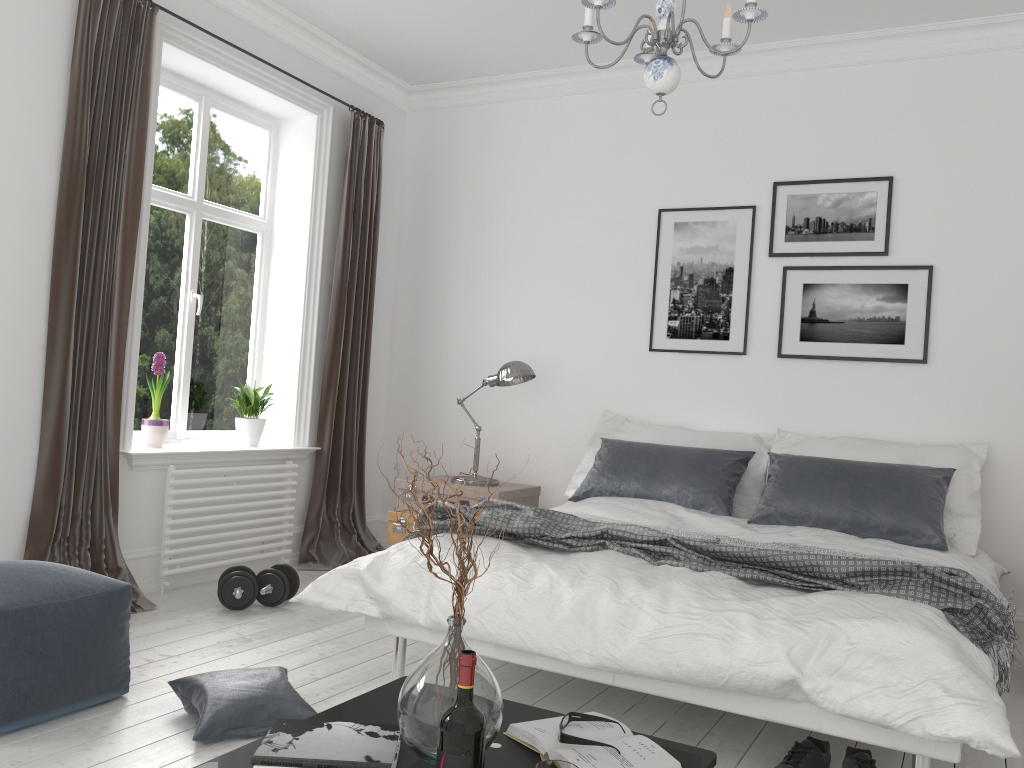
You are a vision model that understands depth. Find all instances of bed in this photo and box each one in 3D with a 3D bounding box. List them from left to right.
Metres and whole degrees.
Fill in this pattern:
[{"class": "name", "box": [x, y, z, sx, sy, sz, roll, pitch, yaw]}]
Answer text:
[{"class": "bed", "box": [0.785, 0.698, 3.594, 2.217, 0.926, 2.473, 4, -1, 28]}]

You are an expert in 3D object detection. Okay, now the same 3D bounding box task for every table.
[{"class": "table", "box": [-0.111, 0.913, 1.744, 0.833, 0.313, 0.824, 4, -1, 28]}]

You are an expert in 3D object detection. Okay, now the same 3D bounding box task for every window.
[{"class": "window", "box": [-1.707, -0.630, 4.790, 0.120, 1.956, 1.112, 4, -1, 28]}]

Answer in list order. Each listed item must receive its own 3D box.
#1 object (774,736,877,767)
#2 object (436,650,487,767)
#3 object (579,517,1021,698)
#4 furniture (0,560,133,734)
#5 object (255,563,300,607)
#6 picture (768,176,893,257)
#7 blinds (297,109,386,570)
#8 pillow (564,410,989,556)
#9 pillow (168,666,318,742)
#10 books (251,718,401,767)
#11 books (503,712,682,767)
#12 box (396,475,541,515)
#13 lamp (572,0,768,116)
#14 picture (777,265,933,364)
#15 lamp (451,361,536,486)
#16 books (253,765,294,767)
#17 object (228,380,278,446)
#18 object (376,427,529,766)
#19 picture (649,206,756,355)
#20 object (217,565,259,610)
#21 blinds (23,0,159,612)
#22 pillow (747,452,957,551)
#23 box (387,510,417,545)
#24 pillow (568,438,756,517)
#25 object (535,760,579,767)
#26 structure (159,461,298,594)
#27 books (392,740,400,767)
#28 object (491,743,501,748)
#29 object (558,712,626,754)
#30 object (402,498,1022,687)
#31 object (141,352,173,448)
[{"class": "object", "box": [0.893, 1.087, 2.477, 0.322, 0.127, 0.300, 4, -1, 28]}, {"class": "object", "box": [-0.084, 0.601, 1.489, 0.081, 0.303, 0.081, 3, -1, 44]}, {"class": "object", "box": [0.642, 0.800, 3.355, 2.236, 0.500, 0.521, 4, -1, 31]}, {"class": "furniture", "box": [-1.569, 0.771, 2.754, 0.646, 0.423, 0.646, 4, -1, 29]}, {"class": "object", "box": [-1.114, 0.950, 4.192, 0.179, 0.179, 0.326, 4, -1, 8]}, {"class": "picture", "box": [1.651, -0.864, 4.615, 0.592, 0.403, 0.015, 4, -1, 28]}, {"class": "blinds", "box": [-0.885, -0.281, 5.305, 0.327, 2.680, 0.779, 4, -1, 22]}, {"class": "pillow", "box": [1.257, 0.450, 4.424, 1.965, 0.529, 0.465, 4, -1, 27]}, {"class": "pillow", "box": [-0.824, 0.967, 2.735, 0.391, 0.121, 0.381, 5, -1, -32]}, {"class": "books", "box": [-0.354, 0.704, 1.734, 0.257, 0.012, 0.207, 4, -1, -2]}, {"class": "books", "box": [0.167, 0.758, 1.855, 0.231, 0.040, 0.342, 5, -1, -31]}, {"class": "box", "box": [-0.249, 0.649, 4.995, 0.647, 0.185, 0.537, 4, -1, 28]}, {"class": "lamp", "box": [0.472, -1.348, 2.616, 0.594, 1.123, 0.528, 4, -1, 28]}, {"class": "picture", "box": [1.743, -0.362, 4.540, 0.720, 0.486, 0.015, 4, -1, 28]}, {"class": "lamp", "box": [-0.108, 0.215, 4.943, 0.488, 0.699, 0.269, 4, -1, 28]}, {"class": "books", "box": [-0.357, 0.717, 1.727, 0.254, 0.014, 0.191, 4, -1, -5]}, {"class": "object", "box": [-1.457, 0.159, 4.952, 0.284, 0.369, 0.215, 4, -1, 6]}, {"class": "object", "box": [-0.146, 0.420, 1.783, 0.291, 0.666, 0.313, 4, -1, -10]}, {"class": "picture", "box": [1.048, -0.574, 4.912, 0.545, 0.810, 0.015, 4, -1, 28]}, {"class": "object", "box": [-1.262, 0.938, 4.086, 0.179, 0.179, 0.326, 4, -1, -17]}, {"class": "blinds", "box": [-1.715, -0.362, 3.779, 0.294, 2.681, 0.582, 3, -1, 35]}, {"class": "pillow", "box": [1.536, 0.516, 4.029, 0.842, 0.339, 0.405, 4, -1, 28]}, {"class": "box", "box": [-0.303, 0.829, 5.014, 0.647, 0.185, 0.537, 4, -1, 28]}, {"class": "pillow", "box": [0.750, 0.468, 4.451, 0.837, 0.329, 0.405, 4, -1, 28]}, {"class": "object", "box": [0.075, 0.712, 1.518, 0.095, 0.106, 0.095, 3, -1, 39]}, {"class": "structure", "box": [-1.472, 0.739, 4.599, 0.114, 0.670, 0.887, 4, -1, 28]}, {"class": "books", "box": [-0.354, 0.731, 1.726, 0.259, 0.014, 0.191, 4, -1, -3]}, {"class": "object", "box": [-0.048, 0.776, 1.600, 0.395, 0.063, 0.622, 4, -1, -13]}, {"class": "object", "box": [0.166, 0.727, 1.853, 0.135, 0.030, 0.141, 4, -1, 12]}, {"class": "object", "box": [0.496, 0.679, 3.018, 2.154, 0.377, 0.536, 4, -1, 30]}, {"class": "object", "box": [-1.771, 0.077, 4.428, 0.129, 0.476, 0.129, 4, -1, -12]}]
